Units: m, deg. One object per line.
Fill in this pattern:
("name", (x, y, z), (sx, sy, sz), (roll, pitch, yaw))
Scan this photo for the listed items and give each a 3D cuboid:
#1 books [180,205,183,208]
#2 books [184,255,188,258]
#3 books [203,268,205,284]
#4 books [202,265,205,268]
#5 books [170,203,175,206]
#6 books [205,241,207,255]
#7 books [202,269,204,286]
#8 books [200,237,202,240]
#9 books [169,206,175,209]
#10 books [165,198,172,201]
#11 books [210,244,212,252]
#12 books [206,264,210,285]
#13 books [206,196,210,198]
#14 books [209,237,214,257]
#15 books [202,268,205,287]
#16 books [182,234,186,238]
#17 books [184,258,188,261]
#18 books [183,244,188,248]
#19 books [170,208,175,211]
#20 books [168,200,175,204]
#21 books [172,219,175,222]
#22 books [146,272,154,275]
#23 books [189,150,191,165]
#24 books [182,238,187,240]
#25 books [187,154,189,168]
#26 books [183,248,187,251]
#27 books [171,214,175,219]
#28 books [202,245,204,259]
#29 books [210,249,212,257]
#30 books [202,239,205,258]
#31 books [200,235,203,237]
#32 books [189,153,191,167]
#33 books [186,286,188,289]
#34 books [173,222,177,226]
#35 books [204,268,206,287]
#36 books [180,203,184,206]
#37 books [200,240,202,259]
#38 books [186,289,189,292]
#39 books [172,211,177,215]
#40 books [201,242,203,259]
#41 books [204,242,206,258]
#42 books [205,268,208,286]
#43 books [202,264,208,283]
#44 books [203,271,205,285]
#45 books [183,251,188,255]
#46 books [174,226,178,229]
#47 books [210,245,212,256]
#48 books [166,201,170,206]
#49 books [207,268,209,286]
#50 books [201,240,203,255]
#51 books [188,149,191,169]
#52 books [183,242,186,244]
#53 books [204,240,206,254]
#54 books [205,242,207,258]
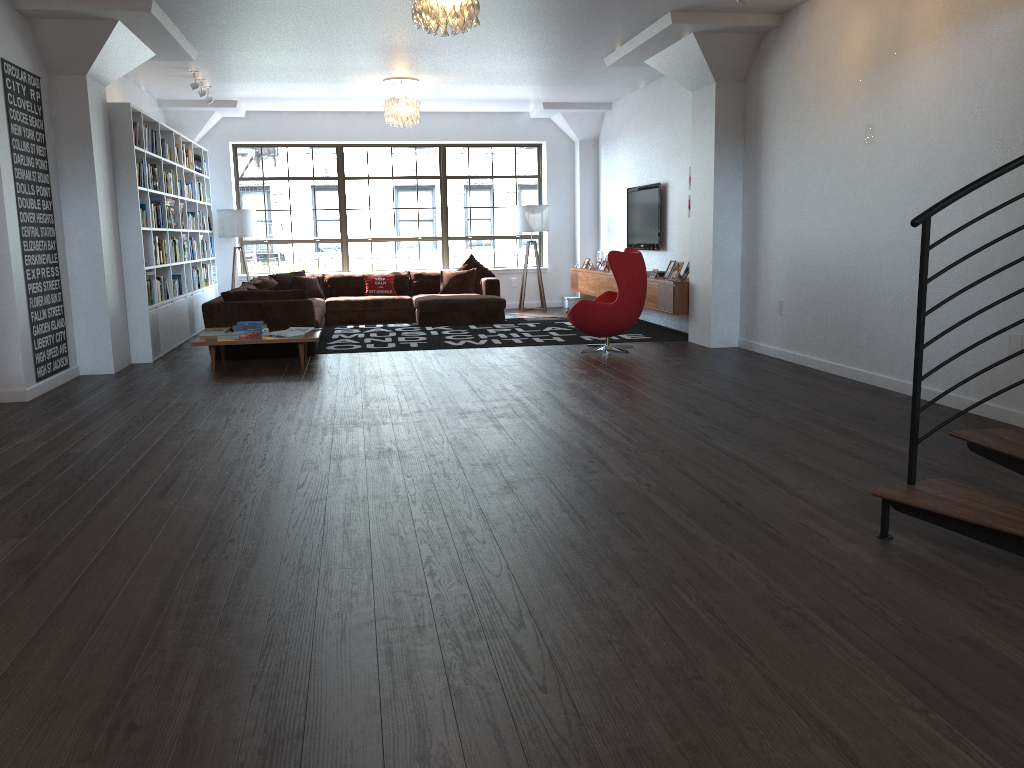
("books", (-4.002, -2.086, 10.436), (0.223, 0.031, 0.161), (-3, 10, -10))
("books", (-4.031, -1.527, 10.627), (0.251, 0.037, 0.160), (-2, 10, -5))
("books", (-4.215, -1.426, 11.900), (0.160, 0.250, 0.027), (-3, 10, -10))
("books", (-4.244, -1.456, 11.982), (0.198, 0.284, 0.066), (-3, 10, -10))
("books", (-3.950, -2.044, 10.117), (0.144, 0.024, 0.208), (-2, 10, -5))
("books", (-4.288, -1.847, 12.206), (0.168, 0.228, 0.139), (-3, 10, -10))
("books", (-4.189, -1.403, 11.754), (0.183, 0.253, 0.036), (-3, 10, -10))
("books", (-4.209, -1.915, 11.683), (0.223, 0.031, 0.161), (-3, 10, -10))
("books", (-3.973, -2.019, 10.126), (0.223, 0.027, 0.161), (-5, 10, -20))
("books", (-3.854, -2.011, 9.693), (0.223, 0.027, 0.161), (-1, 10, 0))
("books", (-4.349, -1.899, 12.578), (0.161, 0.213, 0.146), (-3, 10, -10))
("books", (-4.294, -1.513, 12.305), (0.176, 0.290, 0.053), (-3, 10, -10))
("books", (-4.378, -2.606, 12.370), (0.254, 0.032, 0.174), (3, 11, 25))
("books", (-4.366, -1.955, 12.670), (0.176, 0.290, 0.053), (-3, 10, -10))
("books", (-4.192, -1.409, 11.789), (0.183, 0.253, 0.037), (-3, 10, -10))
("books", (-4.011, -1.766, 10.587), (0.185, 0.041, 0.129), (0, 10, 4))
("books", (-4.027, -1.490, 10.631), (0.246, 0.038, 0.171), (-3, 10, -10))
("books", (-4.028, -1.648, 10.611), (0.253, 0.040, 0.183), (-3, 10, -10))
("books", (-3.953, -1.987, 10.110), (0.161, 0.033, 0.223), (-3, 10, -10))
("books", (-3.944, -2.077, 10.109), (0.129, 0.043, 0.185), (0, 10, 4))
("books", (-3.963, -1.863, 10.112), (0.180, 0.042, 0.259), (-3, 10, -10))
("books", (-3.624, -1.073, 8.624), (0.223, 0.027, 0.161), (-1, 10, 0))
("books", (-4.175, -2.842, 11.275), (0.160, 0.250, 0.026), (-3, 10, -10))
("books", (-4.009, -1.735, 10.599), (0.208, 0.024, 0.144), (-2, 10, -5))
("books", (-4.148, -2.804, 11.105), (0.168, 0.231, 0.037), (-3, 10, -10))
("books", (-4.024, -1.609, 10.626), (0.231, 0.044, 0.168), (-4, 10, -15))
("books", (-3.953, -1.910, 10.121), (0.168, 0.045, 0.231), (-4, 10, -15))
("books", (-4.228, -1.802, 11.870), (0.171, 0.246, 0.036), (-3, 10, -10))
("books", (-4.316, -1.888, 12.431), (0.172, 0.235, 0.112), (-3, 10, -10))
("books", (-4.248, -1.824, 11.986), (0.183, 0.253, 0.042), (-3, 10, -10))
("books", (-4.211, -1.946, 11.686), (0.224, 0.030, 0.161), (-1, 10, 0))
("books", (-4.163, -2.832, 11.203), (0.183, 0.253, 0.034), (-3, 10, -10))
("books", (-4.051, -1.153, 10.652), (0.284, 0.033, 0.197), (-6, 11, -25))
("books", (-3.939, -1.826, 10.127), (0.160, 0.039, 0.251), (-2, 10, -5))
("books", (-4.217, -1.433, 11.931), (0.183, 0.253, 0.037), (-3, 10, -10))
("books", (-4.004, -2.116, 10.439), (0.224, 0.030, 0.161), (-1, 10, 0))
("books", (-4.191, -1.777, 11.701), (0.174, 0.251, 0.051), (-3, 10, -10))
("books", (-4.050, -1.119, 10.658), (0.284, 0.035, 0.197), (-3, 10, -10))
("books", (-3.945, -1.951, 10.111), (0.183, 0.042, 0.253), (-3, 10, -10))
("books", (-4.199, -1.774, 11.773), (0.161, 0.223, 0.030), (-3, 10, -10))
("books", (-4.255, -1.820, 12.053), (0.161, 0.223, 0.032), (-3, 10, -10))
("books", (-4.242, -1.448, 12.047), (0.189, 0.247, 0.057), (-3, 10, -10))
("books", (-4.234, -1.482, 12.095), (0.140, 0.298, 0.044), (-3, 10, -10))
("books", (-4.202, -1.414, 11.823), (0.183, 0.253, 0.036), (-3, 10, -10))
("books", (-4.040, -1.569, 10.644), (0.259, 0.040, 0.180), (-3, 10, -10))
("books", (-3.936, -1.788, 10.136), (0.171, 0.039, 0.246), (-3, 10, -10))
("books", (-4.335, -1.893, 12.530), (0.161, 0.213, 0.118), (-3, 10, -10))
("books", (-3.865, -1.978, 9.719), (0.174, 0.045, 0.240), (-3, 10, -10))
("books", (-4.276, -1.478, 12.229), (0.171, 0.246, 0.057), (-3, 10, -10))
("books", (-4.219, -1.792, 11.802), (0.183, 0.253, 0.039), (-3, 10, -10))
("books", (-4.153, -2.826, 11.171), (0.183, 0.253, 0.034), (-3, 10, -10))
("books", (-4.024, -1.683, 10.612), (0.223, 0.032, 0.161), (-3, 10, -10))
("books", (-4.267, -1.839, 12.084), (0.160, 0.251, 0.039), (-3, 10, -10))
("books", (-4.266, -1.823, 12.124), (0.161, 0.221, 0.035), (-3, 10, -10))
